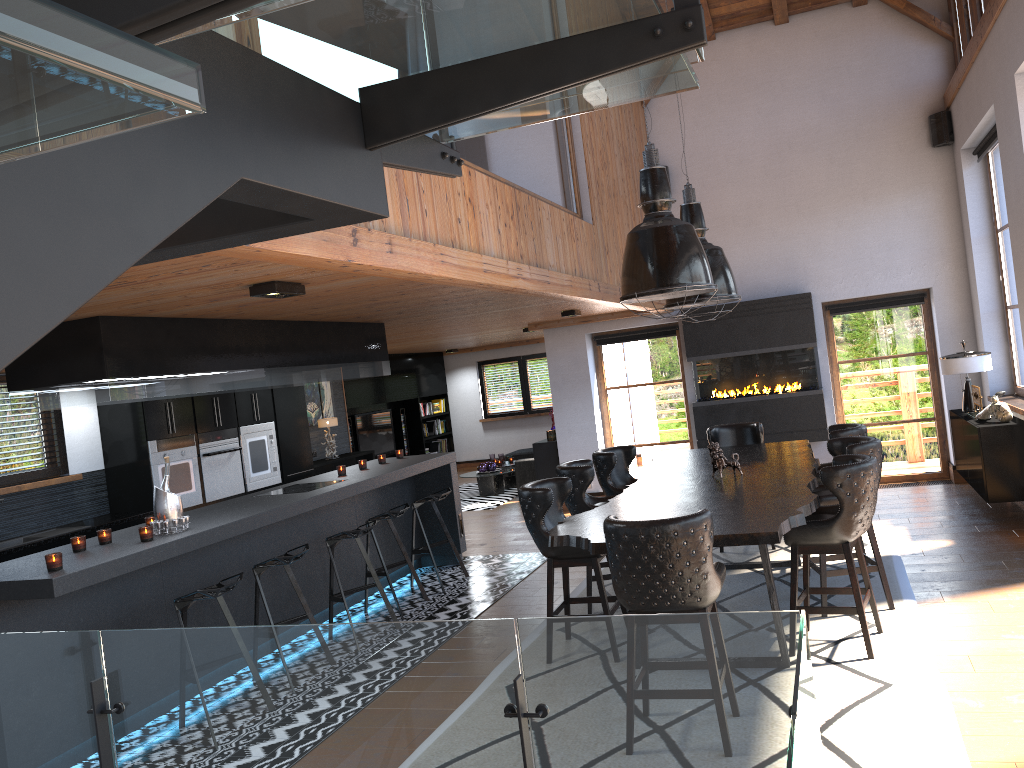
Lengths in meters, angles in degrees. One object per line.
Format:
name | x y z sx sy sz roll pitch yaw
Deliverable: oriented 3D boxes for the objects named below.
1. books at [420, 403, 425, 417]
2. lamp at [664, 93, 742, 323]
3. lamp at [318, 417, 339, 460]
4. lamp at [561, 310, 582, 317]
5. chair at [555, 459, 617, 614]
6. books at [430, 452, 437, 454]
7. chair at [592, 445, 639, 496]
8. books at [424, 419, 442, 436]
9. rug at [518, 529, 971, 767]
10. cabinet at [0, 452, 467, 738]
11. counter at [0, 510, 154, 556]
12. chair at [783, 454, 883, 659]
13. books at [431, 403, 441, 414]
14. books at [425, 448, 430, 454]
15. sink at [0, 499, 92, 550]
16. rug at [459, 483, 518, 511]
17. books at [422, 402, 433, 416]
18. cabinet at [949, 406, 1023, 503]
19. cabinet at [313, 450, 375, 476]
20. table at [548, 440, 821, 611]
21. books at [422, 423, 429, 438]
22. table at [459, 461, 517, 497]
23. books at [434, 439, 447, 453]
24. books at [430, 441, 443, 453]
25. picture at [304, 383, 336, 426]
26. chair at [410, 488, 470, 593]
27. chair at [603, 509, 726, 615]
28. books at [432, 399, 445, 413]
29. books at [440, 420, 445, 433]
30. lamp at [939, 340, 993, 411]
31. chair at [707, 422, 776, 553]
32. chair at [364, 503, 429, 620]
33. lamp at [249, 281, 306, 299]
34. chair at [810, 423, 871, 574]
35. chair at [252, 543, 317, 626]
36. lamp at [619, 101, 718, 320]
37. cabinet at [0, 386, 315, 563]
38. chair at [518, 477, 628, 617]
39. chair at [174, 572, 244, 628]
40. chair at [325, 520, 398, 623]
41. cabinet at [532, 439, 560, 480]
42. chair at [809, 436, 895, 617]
books | -1.763 0.479 16.266 0.206 0.270 0.242 -7 0 19
lamp | 1.257 -2.828 7.108 0.628 4.685 0.615 -7 0 -26
lamp | -2.323 0.695 11.302 0.245 0.516 0.250 -7 0 23
lamp | 0.628 -0.753 9.398 0.154 0.068 0.263 -7 1 20
chair | 0.662 1.104 6.484 0.567 1.092 0.505 -7 0 3
books | -1.558 1.337 16.695 0.208 0.073 0.268 -7 1 23
chair | 1.000 1.062 7.241 0.562 1.092 0.509 -7 0 28
books | -1.529 0.825 16.898 0.220 0.296 0.347 -7 0 19
rug | 1.294 1.586 5.721 2.531 0.047 5.676 -7 1 19
cabinet | -1.712 1.390 6.609 0.882 1.103 4.839 -7 1 20
counter | -3.837 1.237 6.762 0.527 0.040 2.588 -7 1 20
chair | 1.868 0.982 5.106 0.562 1.092 0.509 -7 0 28
books | -1.529 0.474 16.995 0.258 0.197 0.298 -7 1 22
books | -1.678 1.299 16.355 0.256 0.188 0.305 -7 1 26
sink | -3.817 1.081 6.835 0.459 0.420 0.970 -7 1 20
rug | -0.554 1.712 13.686 1.649 0.020 2.923 -7 1 19
books | -1.658 0.480 16.733 0.181 0.232 0.286 -7 0 22
cabinet | 4.519 0.625 8.395 0.399 0.655 1.881 -7 1 20
cabinet | -2.261 1.455 11.212 0.426 1.010 1.638 -7 1 20
table | 1.404 1.110 6.008 1.418 0.949 3.827 -7 1 20
books | -1.688 0.861 16.488 0.208 0.270 0.238 -7 0 19
table | -0.228 1.477 13.755 0.889 0.371 1.536 -7 1 20
books | -1.388 1.214 17.236 0.211 0.261 0.254 -7 0 19
books | -1.458 1.228 17.037 0.205 0.256 0.246 -7 0 18
picture | -2.538 0.233 11.396 0.010 0.594 0.933 -7 1 20
chair | -0.746 1.386 7.931 0.465 0.839 0.543 -7 0 20
chair | 0.744 1.123 4.108 0.500 1.092 0.572 -7 0 18
books | -1.423 0.429 17.234 0.211 0.261 0.212 -7 0 19
books | -1.428 0.840 17.210 0.187 0.238 0.292 -7 0 18
lamp | 4.580 -0.084 8.913 0.465 0.725 0.475 -7 0 28
chair | 2.053 0.914 7.945 0.500 1.092 0.572 -7 0 18
chair | -1.034 1.430 7.205 0.466 0.839 0.542 -7 0 16
lamp | -1.158 -0.471 4.382 0.154 0.068 0.263 -7 1 20
chair | 2.483 0.876 6.792 0.564 1.092 0.508 -7 0 18
chair | -1.530 1.509 5.782 0.466 0.839 0.542 -7 0 16
lamp | 0.719 -2.743 5.598 0.628 4.685 0.615 -7 0 -26
cabinet | -3.645 0.975 7.374 0.539 2.380 6.481 -7 1 20
chair | 0.383 1.150 5.555 0.564 1.092 0.508 -7 0 18
chair | -1.745 1.545 5.051 0.465 0.839 0.543 -7 0 19
chair | -1.198 1.459 6.503 0.464 0.839 0.544 -7 0 25
cabinet | 0.616 0.953 11.792 0.355 0.468 0.962 -7 1 20
chair | 2.204 0.922 5.863 0.567 1.092 0.505 -7 0 3
